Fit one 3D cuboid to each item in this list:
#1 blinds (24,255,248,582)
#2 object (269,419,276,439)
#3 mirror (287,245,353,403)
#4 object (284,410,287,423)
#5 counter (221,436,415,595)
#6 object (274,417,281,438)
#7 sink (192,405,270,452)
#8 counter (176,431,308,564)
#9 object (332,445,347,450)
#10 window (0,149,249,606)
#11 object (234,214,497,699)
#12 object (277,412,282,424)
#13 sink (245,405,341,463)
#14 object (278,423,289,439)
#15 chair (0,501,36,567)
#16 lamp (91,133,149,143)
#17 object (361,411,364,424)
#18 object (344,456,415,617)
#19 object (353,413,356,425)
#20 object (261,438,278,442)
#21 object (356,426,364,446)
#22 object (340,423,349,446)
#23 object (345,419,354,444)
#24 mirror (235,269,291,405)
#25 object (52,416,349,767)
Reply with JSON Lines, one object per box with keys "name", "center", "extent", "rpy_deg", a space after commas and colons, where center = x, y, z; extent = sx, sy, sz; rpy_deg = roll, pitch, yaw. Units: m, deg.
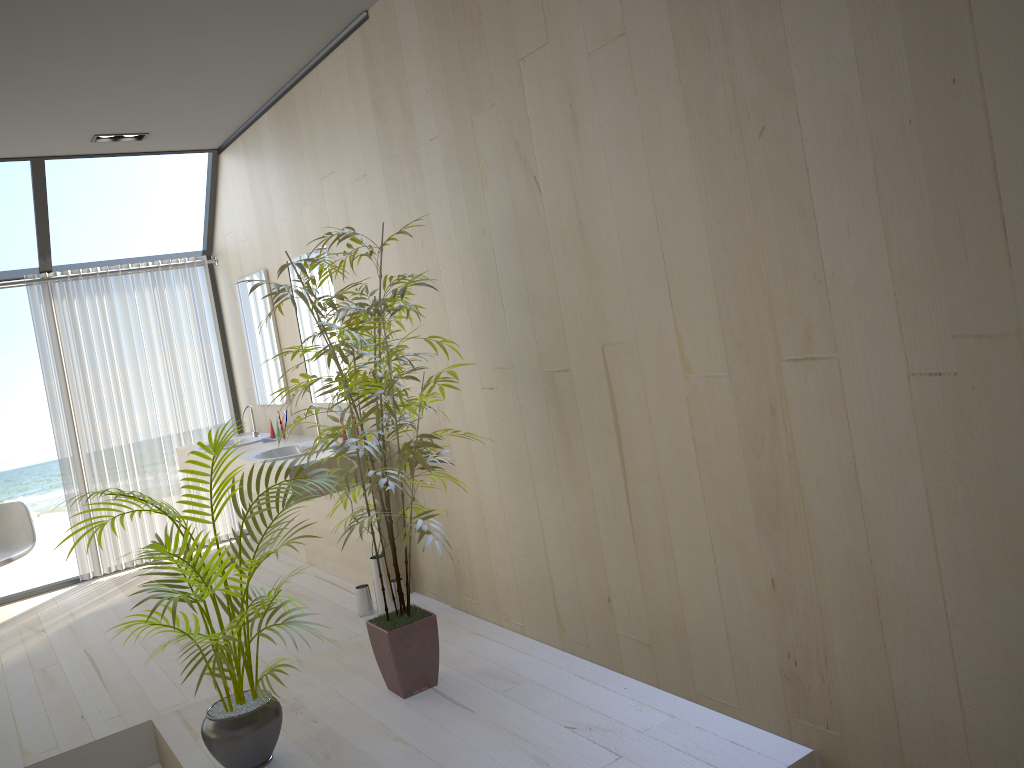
{"name": "blinds", "center": [-2.573, 0.188, 6.210], "extent": [1.189, 2.067, 0.084], "rpy_deg": [-11, 2, -33]}
{"name": "object", "center": [-1.523, 0.290, 5.610], "extent": [0.039, 0.134, 0.039], "rpy_deg": [-9, 2, 16]}
{"name": "mirror", "center": [-1.091, -0.320, 5.054], "extent": [0.023, 0.867, 0.651], "rpy_deg": [-11, 3, -32]}
{"name": "object", "center": [-1.425, 0.253, 5.562], "extent": [0.054, 0.175, 0.012], "rpy_deg": [-10, 1, -8]}
{"name": "counter", "center": [-1.094, 0.747, 4.860], "extent": [0.553, 0.789, 1.202], "rpy_deg": [-11, 4, -32]}
{"name": "object", "center": [-1.518, 0.280, 5.723], "extent": [0.039, 0.134, 0.039], "rpy_deg": [-9, 2, 16]}
{"name": "sink", "center": [-1.836, 0.373, 5.808], "extent": [0.506, 0.418, 0.572], "rpy_deg": [-12, 4, -29]}
{"name": "counter", "center": [-1.745, 0.773, 5.872], "extent": [0.553, 0.789, 1.202], "rpy_deg": [-11, 4, -32]}
{"name": "object", "center": [-0.864, 0.320, 4.518], "extent": [0.104, 0.029, 0.033], "rpy_deg": [-9, 3, 7]}
{"name": "window", "center": [-3.862, 0.151, 5.160], "extent": [4.585, 2.809, 0.742], "rpy_deg": [-12, 3, -33]}
{"name": "object", "center": [-0.460, 0.269, 3.324], "extent": [0.788, 1.754, 0.936], "rpy_deg": [-10, 2, -8]}
{"name": "object", "center": [-1.443, 0.258, 5.530], "extent": [0.012, 0.178, 0.050], "rpy_deg": [-10, 2, 7]}
{"name": "sink", "center": [-1.185, 0.347, 4.796], "extent": [0.506, 0.418, 0.572], "rpy_deg": [-12, 4, -29]}
{"name": "object", "center": [-1.433, 0.297, 5.561], "extent": [0.059, 0.100, 0.058], "rpy_deg": [-11, 3, -26]}
{"name": "chair", "center": [-3.143, 0.933, 5.366], "extent": [0.369, 0.347, 0.455], "rpy_deg": [-10, 4, -4]}
{"name": "lamp", "center": [-2.371, -1.534, 5.332], "extent": [0.302, 0.112, 0.163], "rpy_deg": [-13, 5, -33]}
{"name": "object", "center": [-0.774, 0.227, 4.550], "extent": [0.054, 0.175, 0.012], "rpy_deg": [-10, 1, -8]}
{"name": "object", "center": [-0.599, 0.725, 4.304], "extent": [0.273, 0.748, 0.409], "rpy_deg": [-8, 3, 45]}
{"name": "object", "center": [-0.793, 0.232, 4.518], "extent": [0.012, 0.178, 0.050], "rpy_deg": [-10, 2, 7]}
{"name": "object", "center": [-1.515, 0.346, 5.530], "extent": [0.104, 0.029, 0.033], "rpy_deg": [-9, 3, 7]}
{"name": "object", "center": [-0.783, 0.271, 4.549], "extent": [0.059, 0.100, 0.058], "rpy_deg": [-11, 2, -22]}
{"name": "object", "center": [-0.873, 0.264, 4.597], "extent": [0.039, 0.134, 0.039], "rpy_deg": [-10, 2, 9]}
{"name": "object", "center": [-0.868, 0.254, 4.711], "extent": [0.039, 0.134, 0.039], "rpy_deg": [-10, 2, 9]}
{"name": "mirror", "center": [-1.672, -0.293, 5.909], "extent": [0.023, 0.867, 0.651], "rpy_deg": [-11, 3, -32]}
{"name": "object", "center": [-1.006, 0.691, 2.889], "extent": [0.916, 1.155, 0.752], "rpy_deg": [-10, 2, 1]}
